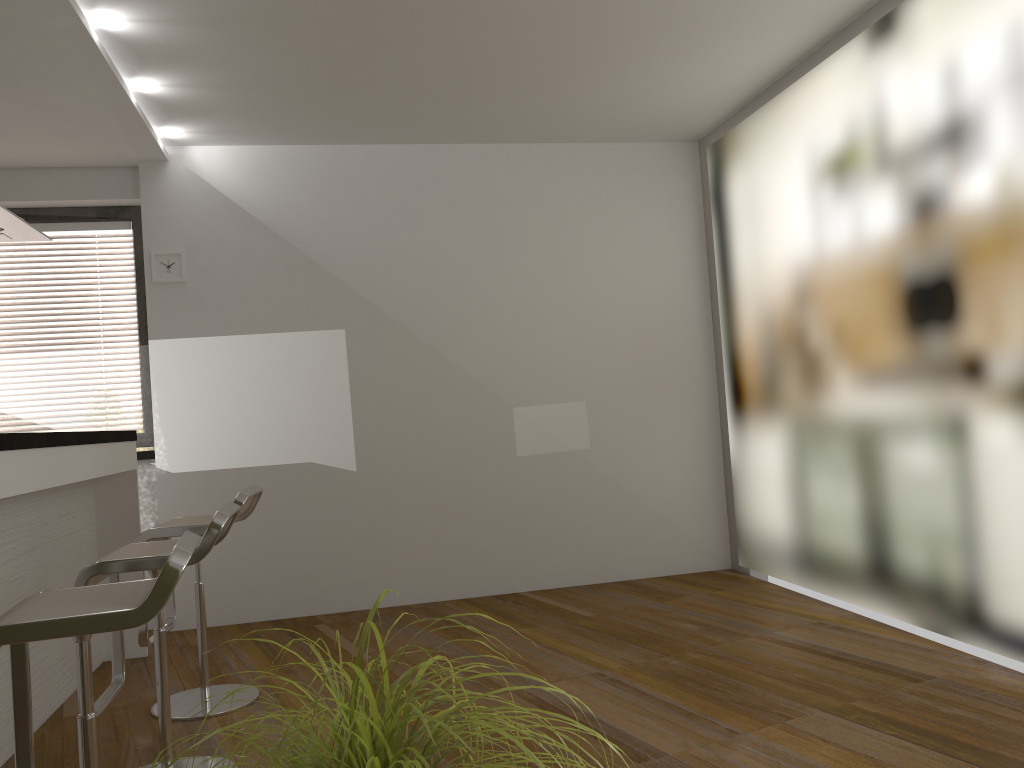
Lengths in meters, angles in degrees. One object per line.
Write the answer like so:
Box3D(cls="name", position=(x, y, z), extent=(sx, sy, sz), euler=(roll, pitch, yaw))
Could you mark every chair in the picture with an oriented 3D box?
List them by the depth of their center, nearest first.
Box3D(cls="chair", position=(-0.914, 0.788, 1.959), extent=(0.460, 0.857, 0.418), euler=(-3, -2, -16))
Box3D(cls="chair", position=(-1.082, 0.827, 2.788), extent=(0.460, 0.857, 0.418), euler=(-4, -2, -11))
Box3D(cls="chair", position=(-1.251, 0.867, 3.617), extent=(0.460, 0.857, 0.418), euler=(-4, -2, -6))

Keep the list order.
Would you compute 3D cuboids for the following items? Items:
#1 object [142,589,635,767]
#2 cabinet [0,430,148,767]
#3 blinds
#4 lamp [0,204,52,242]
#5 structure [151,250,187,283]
Box3D(cls="object", position=(-0.134, 0.674, 0.883), extent=(0.585, 0.904, 0.606), euler=(-2, -3, -43))
Box3D(cls="cabinet", position=(-1.899, 0.752, 2.976), extent=(0.663, 1.134, 2.947), euler=(-4, -2, -12))
Box3D(cls="blinds", position=(-6.319, -2.501, 7.598), extent=(9.030, 12.704, 16.000), euler=(-5, -2, 28))
Box3D(cls="lamp", position=(-2.043, -0.997, 3.066), extent=(0.326, 0.683, 1.677), euler=(-4, -2, -12))
Box3D(cls="structure", position=(-1.953, -0.668, 5.047), extent=(0.180, 0.180, 0.026), euler=(-4, -2, -12))
